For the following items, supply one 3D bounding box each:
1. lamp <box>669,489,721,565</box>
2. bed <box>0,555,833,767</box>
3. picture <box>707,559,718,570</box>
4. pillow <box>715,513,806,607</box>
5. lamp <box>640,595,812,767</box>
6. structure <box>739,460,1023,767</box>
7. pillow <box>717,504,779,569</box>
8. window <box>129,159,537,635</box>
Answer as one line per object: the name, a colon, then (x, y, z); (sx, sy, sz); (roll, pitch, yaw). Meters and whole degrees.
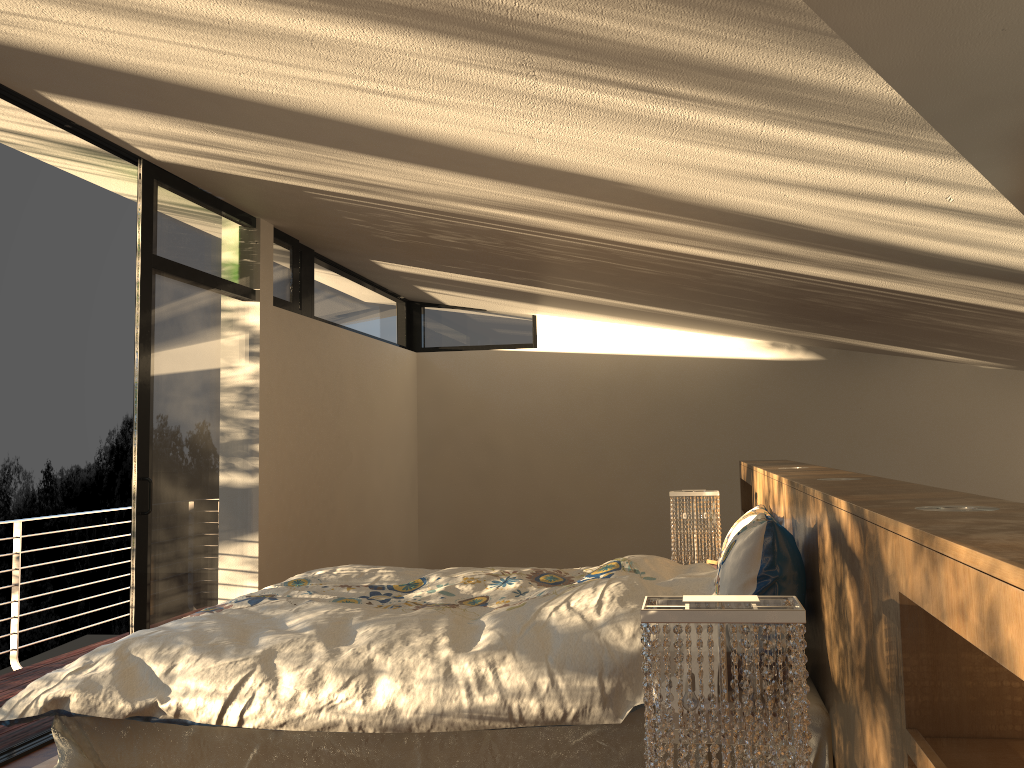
lamp: (0.905, 0.783, 4.343); (0.244, 0.523, 0.125); (-2, -5, 8)
bed: (-0.134, 0.966, 3.007); (2.132, 0.713, 1.846); (-2, -4, 9)
picture: (0.978, 0.927, 4.125); (0.118, 0.202, 0.153); (1, -5, -25)
pillow: (0.703, 0.584, 2.511); (0.249, 0.439, 0.628); (-2, -4, 14)
lamp: (0.316, 0.693, 1.310); (0.258, 0.731, 0.164); (-2, -5, 9)
structure: (1.097, 0.804, 2.986); (0.305, 0.975, 5.853); (-2, -4, 11)
pillow: (0.909, 0.679, 3.359); (0.265, 0.405, 0.609); (-2, -4, 12)
window: (1.347, 0.009, 2.735); (6.773, 2.516, 10.410); (-2, -4, 10)
